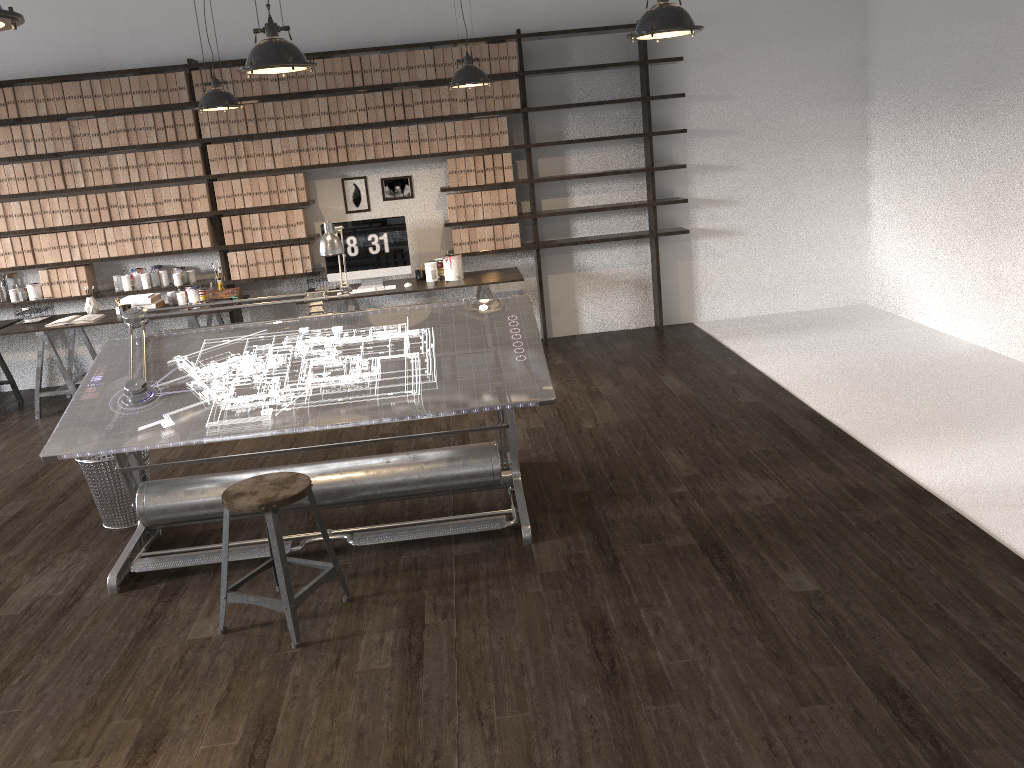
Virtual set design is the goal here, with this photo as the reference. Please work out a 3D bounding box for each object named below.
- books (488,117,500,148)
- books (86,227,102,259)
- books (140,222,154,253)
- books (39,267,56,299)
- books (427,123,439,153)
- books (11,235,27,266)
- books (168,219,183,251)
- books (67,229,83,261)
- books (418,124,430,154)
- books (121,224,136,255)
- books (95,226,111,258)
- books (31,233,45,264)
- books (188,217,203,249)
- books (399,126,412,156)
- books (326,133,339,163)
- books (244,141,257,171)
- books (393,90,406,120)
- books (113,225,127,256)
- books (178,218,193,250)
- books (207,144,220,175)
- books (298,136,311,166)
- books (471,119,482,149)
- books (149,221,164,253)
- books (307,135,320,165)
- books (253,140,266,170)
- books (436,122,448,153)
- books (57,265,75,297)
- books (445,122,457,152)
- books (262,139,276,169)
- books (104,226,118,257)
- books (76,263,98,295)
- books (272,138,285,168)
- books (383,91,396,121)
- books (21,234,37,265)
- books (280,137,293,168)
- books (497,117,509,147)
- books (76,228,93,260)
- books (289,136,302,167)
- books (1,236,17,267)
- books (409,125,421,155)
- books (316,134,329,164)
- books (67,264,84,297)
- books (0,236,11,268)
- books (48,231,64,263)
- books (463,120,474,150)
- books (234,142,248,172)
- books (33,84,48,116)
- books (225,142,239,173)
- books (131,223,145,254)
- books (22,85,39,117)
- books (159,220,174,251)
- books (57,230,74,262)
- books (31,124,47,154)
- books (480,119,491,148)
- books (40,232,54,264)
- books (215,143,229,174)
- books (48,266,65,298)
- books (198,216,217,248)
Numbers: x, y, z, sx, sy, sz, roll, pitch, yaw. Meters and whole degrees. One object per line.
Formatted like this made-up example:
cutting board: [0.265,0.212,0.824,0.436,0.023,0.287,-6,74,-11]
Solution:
books: [-0.142,-1.975,6.962,0.067,0.223,0.176,-6,14,-3]
books: [-3.241,-1.101,6.915,0.067,0.223,0.176,-6,14,-3]
books: [-2.833,-1.146,6.938,0.067,0.223,0.176,-6,14,-3]
books: [-3.620,-0.791,6.949,0.067,0.223,0.176,-6,14,-3]
books: [-0.619,-1.923,6.938,0.067,0.223,0.176,-6,14,-3]
books: [-3.799,-1.039,6.887,0.067,0.223,0.176,-6,14,-3]
books: [-2.617,-1.169,6.944,0.067,0.223,0.176,-6,14,-3]
books: [-3.379,-1.085,6.906,0.067,0.223,0.176,-6,14,-3]
books: [-0.688,-1.914,6.931,0.067,0.223,0.176,-6,14,-3]
books: [-2.970,-1.129,6.925,0.067,0.223,0.176,-6,14,-3]
books: [-3.170,-1.107,6.915,0.067,0.223,0.176,-6,14,-3]
books: [-3.651,-1.055,6.895,0.067,0.223,0.176,-6,14,-3]
books: [-2.469,-1.185,6.952,0.067,0.223,0.176,-6,14,-3]
books: [-0.831,-1.897,6.920,0.067,0.223,0.176,-6,14,-3]
books: [-1.393,-1.837,6.897,0.067,0.223,0.176,-6,14,-3]
books: [-2.011,-1.768,6.865,0.067,0.223,0.176,-6,14,-3]
books: [-0.871,-2.154,6.862,0.067,0.223,0.176,-6,14,-3]
books: [-3.036,-1.123,6.926,0.067,0.223,0.176,-6,14,-3]
books: [-2.544,-1.178,6.953,0.067,0.223,0.176,-6,14,-3]
books: [-2.286,-1.737,6.848,0.067,0.223,0.176,-6,14,-3]
books: [-1.604,-1.813,6.885,0.067,0.223,0.176,-6,14,-3]
books: [-0.279,-1.958,6.949,0.067,0.223,0.176,-6,14,-3]
books: [-2.762,-1.153,6.937,0.067,0.223,0.176,-6,14,-3]
books: [-1.534,-1.821,6.889,0.067,0.223,0.176,-6,14,-3]
books: [-1.941,-1.775,6.867,0.067,0.223,0.176,-6,14,-3]
books: [-0.550,-1.930,6.940,0.067,0.223,0.176,-6,14,-3]
books: [-3.483,-0.808,6.962,0.067,0.223,0.176,-6,14,-3]
books: [-0.480,-1.936,6.940,0.067,0.223,0.176,-6,14,-3]
books: [-1.871,-1.782,6.867,0.067,0.223,0.176,-6,14,-3]
books: [-3.099,-1.116,6.921,0.067,0.223,0.176,-6,14,-3]
books: [-3.342,-0.824,6.970,0.067,0.223,0.176,-6,14,-3]
books: [-1.800,-1.791,6.872,0.067,0.223,0.176,-6,14,-3]
books: [-0.945,-2.147,6.863,0.067,0.223,0.176,-6,14,-3]
books: [-3.724,-1.046,6.886,0.067,0.223,0.176,-6,14,-3]
books: [-1.737,-1.798,6.877,0.067,0.223,0.176,-6,14,-3]
books: [-0.071,-1.982,6.962,0.067,0.223,0.176,-6,14,-3]
books: [-3.310,-1.093,6.914,0.067,0.223,0.176,-6,14,-3]
books: [-1.671,-1.804,6.876,0.067,0.223,0.176,-6,14,-3]
books: [-3.869,-1.030,6.879,0.067,0.223,0.176,-6,14,-3]
books: [-0.760,-1.905,6.924,0.067,0.223,0.176,-6,14,-3]
books: [-1.463,-1.828,6.889,0.067,0.223,0.176,-6,14,-3]
books: [-3.413,-0.815,6.961,0.067,0.223,0.176,-6,14,-3]
books: [-3.940,-1.023,6.880,0.067,0.223,0.176,-6,14,-3]
books: [-3.523,-1.068,6.895,0.067,0.223,0.176,-6,14,-3]
books: [-0.345,-1.952,6.950,0.067,0.223,0.176,-6,14,-3]
books: [-2.080,-1.760,6.858,0.067,0.223,0.176,-6,14,-3]
books: [-3.513,-2.131,6.666,0.067,0.223,0.176,-6,14,-3]
books: [-2.152,-1.751,6.851,0.067,0.223,0.176,-6,14,-3]
books: [-2.903,-1.138,6.934,0.067,0.223,0.176,-6,14,-3]
books: [-3.585,-2.122,6.659,0.067,0.223,0.176,-6,14,-3]
books: [-2.692,-1.162,6.945,0.067,0.223,0.176,-6,14,-3]
books: [-3.451,-1.076,6.899,0.067,0.223,0.176,-6,14,-3]
books: [-3.552,-1.857,6.721,0.067,0.223,0.176,-6,14,-3]
books: [-0.212,-1.967,6.958,0.067,0.223,0.176,-6,14,-3]
books: [-3.586,-1.062,6.896,0.067,0.223,0.176,-6,14,-3]
books: [-2.223,-1.743,6.847,0.067,0.223,0.176,-6,14,-3]
books: [-3.554,-0.800,6.958,0.067,0.223,0.176,-6,14,-3]
books: [-2.391,-1.194,6.958,0.067,0.223,0.176,-6,14,-3]
